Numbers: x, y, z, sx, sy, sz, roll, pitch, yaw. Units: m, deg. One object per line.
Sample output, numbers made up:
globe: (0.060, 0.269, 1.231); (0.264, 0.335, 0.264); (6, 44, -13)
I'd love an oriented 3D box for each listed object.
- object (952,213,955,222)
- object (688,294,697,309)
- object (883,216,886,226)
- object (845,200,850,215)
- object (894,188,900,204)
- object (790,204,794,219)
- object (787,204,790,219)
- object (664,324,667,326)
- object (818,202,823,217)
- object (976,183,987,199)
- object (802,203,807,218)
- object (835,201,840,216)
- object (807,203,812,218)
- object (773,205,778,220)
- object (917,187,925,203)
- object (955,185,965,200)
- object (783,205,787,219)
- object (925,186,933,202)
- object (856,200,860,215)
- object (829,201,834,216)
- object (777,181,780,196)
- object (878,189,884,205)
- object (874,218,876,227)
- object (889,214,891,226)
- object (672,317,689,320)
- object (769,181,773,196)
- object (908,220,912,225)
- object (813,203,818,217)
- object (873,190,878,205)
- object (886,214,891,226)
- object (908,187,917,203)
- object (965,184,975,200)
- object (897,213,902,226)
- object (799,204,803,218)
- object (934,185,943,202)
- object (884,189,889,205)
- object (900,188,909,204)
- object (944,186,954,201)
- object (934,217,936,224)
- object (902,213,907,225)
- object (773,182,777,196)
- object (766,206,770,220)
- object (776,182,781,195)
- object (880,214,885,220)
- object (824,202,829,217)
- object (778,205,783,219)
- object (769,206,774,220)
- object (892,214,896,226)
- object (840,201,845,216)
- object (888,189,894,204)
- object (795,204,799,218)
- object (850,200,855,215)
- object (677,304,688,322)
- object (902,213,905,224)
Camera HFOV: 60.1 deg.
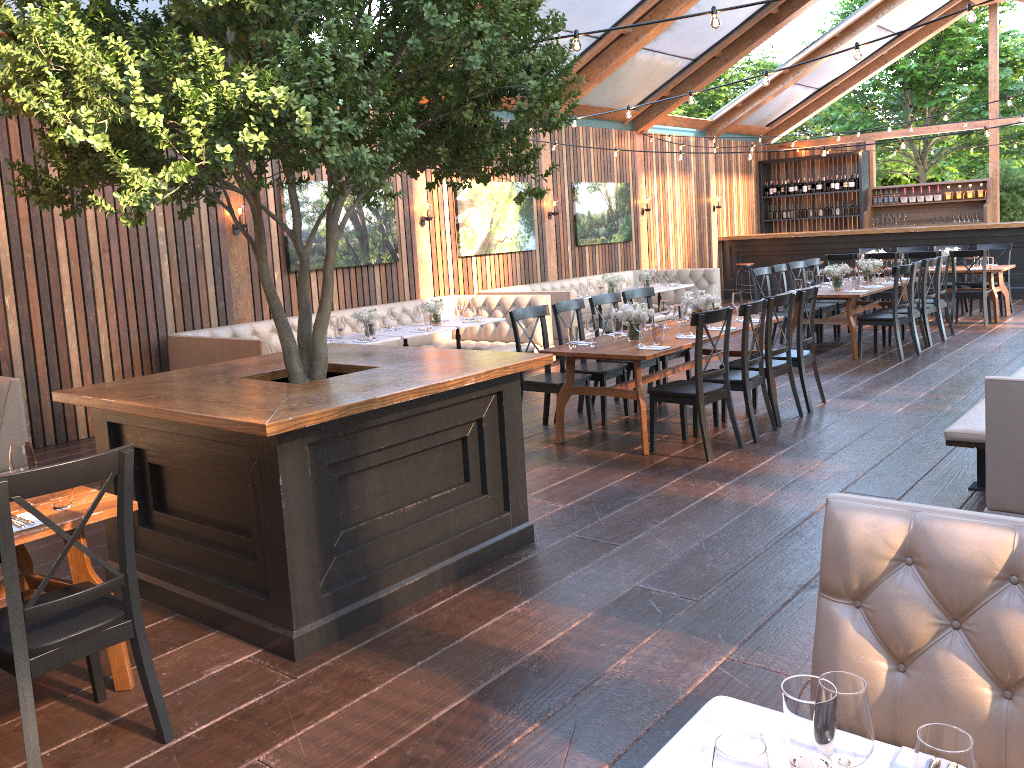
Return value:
object: (8.535, -3.203, 17.098); (0.073, 0.180, 0.074); (-2, 7, 14)
object: (1.654, -0.698, 8.072); (0.092, 0.243, 0.092); (-7, 7, -25)
object: (7.615, -3.358, 18.142); (0.092, 0.243, 0.093); (-2, 7, 14)
object: (6.936, -3.643, 18.297); (0.094, 0.306, 0.095); (1, 8, 35)
object: (7.801, -3.809, 17.934); (0.095, 0.316, 0.094); (-9, 8, -40)
object: (6.027, -3.716, 19.041); (0.094, 0.306, 0.095); (-7, 7, -29)
object: (5.993, -3.732, 19.145); (0.094, 0.306, 0.095); (-3, 6, 4)
object: (1.261, -0.514, 7.803); (0.255, 0.019, 0.158); (5, 13, 39)
object: (6.507, -3.677, 18.646); (0.094, 0.306, 0.095); (1, 8, 37)
object: (9.002, -3.699, 16.967); (0.176, 0.286, 0.110); (3, 10, 45)
object: (6.238, -3.696, 18.853); (0.094, 0.306, 0.095); (2, 8, 40)
object: (6.779, -3.659, 18.442); (0.094, 0.306, 0.095); (-3, 6, 4)
object: (6.309, -3.687, 18.772); (0.094, 0.306, 0.095); (-1, 7, 21)
object: (5.743, -3.741, 19.285); (0.094, 0.306, 0.095); (-3, 6, 5)
object: (8.155, -3.774, 17.631); (0.138, 0.309, 0.139); (3, 9, 44)
object: (8.711, -3.723, 17.212); (0.176, 0.286, 0.110); (3, 10, 45)
object: (5.915, -3.735, 19.189); (0.094, 0.306, 0.095); (1, 8, 37)
object: (8.267, -3.763, 17.531); (0.138, 0.309, 0.139); (1, 8, 34)
object: (7.111, -3.635, 18.183); (0.094, 0.306, 0.095); (-6, 7, -24)
object: (6.679, -3.661, 18.491); (0.094, 0.306, 0.095); (-3, 6, 5)
object: (5.762, -4.229, 19.134); (0.077, 0.307, 0.078); (-2, 7, 18)
object: (7.554, -3.825, 18.119); (0.095, 0.316, 0.094); (-8, 8, -35)
object: (7.409, -3.305, 18.076); (0.070, 0.184, 0.070); (3, 9, 44)
object: (7.704, -3.355, 18.090); (0.092, 0.243, 0.092); (-7, 8, -30)
object: (1.632, -0.614, 8.252); (0.255, 0.019, 0.158); (5, 13, 39)
object: (5.657, -4.260, 19.282); (0.087, 0.332, 0.088); (-1, 7, 20)
object: (8.037, -3.252, 17.812); (0.124, 0.096, 0.124); (-10, 11, -39)
object: (6.425, -3.688, 18.736); (0.094, 0.306, 0.095); (2, 8, 39)
object: (7.491, -3.837, 18.206); (0.094, 0.316, 0.095); (2, 8, 40)
object: (7.648, -3.332, 17.979); (0.092, 0.243, 0.092); (-7, 8, -30)
object: (8.035, -3.784, 17.736); (0.138, 0.309, 0.139); (2, 9, 39)
object: (8.835, -3.704, 17.059); (0.176, 0.286, 0.110); (1, 8, 35)
object: (7.810, -3.319, 17.843); (0.092, 0.243, 0.093); (-2, 7, 14)
object: (6.195, -3.709, 18.938); (0.094, 0.306, 0.095); (-6, 7, -24)
object: (8.403, -3.757, 17.446); (0.138, 0.309, 0.139); (3, 9, 44)
object: (7.652, -3.824, 18.078); (0.094, 0.316, 0.095); (1, 8, 35)
object: (7.916, -3.795, 17.839); (0.138, 0.309, 0.139); (3, 9, 44)
object: (8.546, -3.731, 17.318); (0.176, 0.286, 0.110); (1, 8, 35)
object: (8.393, -3.235, 17.485); (0.097, 0.133, 0.098); (0, 8, 26)
object: (7.898, -3.313, 17.782); (0.092, 0.243, 0.093); (-2, 7, 14)
object: (5.706, -4.237, 19.206); (0.077, 0.305, 0.077); (-8, 8, -34)
object: (5.631, -3.761, 19.444); (0.094, 0.306, 0.095); (0, 7, 26)
object: (5.793, -4.257, 19.275); (0.136, 0.313, 0.137); (-3, 7, 1)
object: (7.565, -3.340, 18.056); (0.092, 0.243, 0.092); (-7, 8, -30)
object: (6.612, -3.674, 18.592); (0.095, 0.306, 0.094); (-6, 7, -23)
object: (5.843, -3.741, 19.251); (0.095, 0.306, 0.094); (-6, 7, -23)
object: (5.667, -3.745, 19.336); (0.094, 0.306, 0.094); (3, 9, 44)
object: (7.738, -3.327, 17.915); (0.092, 0.243, 0.093); (-2, 7, 14)
object: (6.874, -3.655, 18.385); (0.094, 0.306, 0.095); (-7, 7, -29)
object: (7.708, -3.812, 17.988); (0.094, 0.316, 0.095); (1, 8, 35)
object: (6.129, -3.717, 19.009); (0.094, 0.306, 0.095); (1, 8, 35)
object: (7.009, -3.635, 18.221); (0.094, 0.306, 0.095); (2, 8, 40)
object: (1.559, -0.650, 8.078); (0.092, 0.157, 0.092); (-5, 7, -14)
object: (7.934, -3.334, 17.890); (0.092, 0.243, 0.093); (-2, 7, 14)
